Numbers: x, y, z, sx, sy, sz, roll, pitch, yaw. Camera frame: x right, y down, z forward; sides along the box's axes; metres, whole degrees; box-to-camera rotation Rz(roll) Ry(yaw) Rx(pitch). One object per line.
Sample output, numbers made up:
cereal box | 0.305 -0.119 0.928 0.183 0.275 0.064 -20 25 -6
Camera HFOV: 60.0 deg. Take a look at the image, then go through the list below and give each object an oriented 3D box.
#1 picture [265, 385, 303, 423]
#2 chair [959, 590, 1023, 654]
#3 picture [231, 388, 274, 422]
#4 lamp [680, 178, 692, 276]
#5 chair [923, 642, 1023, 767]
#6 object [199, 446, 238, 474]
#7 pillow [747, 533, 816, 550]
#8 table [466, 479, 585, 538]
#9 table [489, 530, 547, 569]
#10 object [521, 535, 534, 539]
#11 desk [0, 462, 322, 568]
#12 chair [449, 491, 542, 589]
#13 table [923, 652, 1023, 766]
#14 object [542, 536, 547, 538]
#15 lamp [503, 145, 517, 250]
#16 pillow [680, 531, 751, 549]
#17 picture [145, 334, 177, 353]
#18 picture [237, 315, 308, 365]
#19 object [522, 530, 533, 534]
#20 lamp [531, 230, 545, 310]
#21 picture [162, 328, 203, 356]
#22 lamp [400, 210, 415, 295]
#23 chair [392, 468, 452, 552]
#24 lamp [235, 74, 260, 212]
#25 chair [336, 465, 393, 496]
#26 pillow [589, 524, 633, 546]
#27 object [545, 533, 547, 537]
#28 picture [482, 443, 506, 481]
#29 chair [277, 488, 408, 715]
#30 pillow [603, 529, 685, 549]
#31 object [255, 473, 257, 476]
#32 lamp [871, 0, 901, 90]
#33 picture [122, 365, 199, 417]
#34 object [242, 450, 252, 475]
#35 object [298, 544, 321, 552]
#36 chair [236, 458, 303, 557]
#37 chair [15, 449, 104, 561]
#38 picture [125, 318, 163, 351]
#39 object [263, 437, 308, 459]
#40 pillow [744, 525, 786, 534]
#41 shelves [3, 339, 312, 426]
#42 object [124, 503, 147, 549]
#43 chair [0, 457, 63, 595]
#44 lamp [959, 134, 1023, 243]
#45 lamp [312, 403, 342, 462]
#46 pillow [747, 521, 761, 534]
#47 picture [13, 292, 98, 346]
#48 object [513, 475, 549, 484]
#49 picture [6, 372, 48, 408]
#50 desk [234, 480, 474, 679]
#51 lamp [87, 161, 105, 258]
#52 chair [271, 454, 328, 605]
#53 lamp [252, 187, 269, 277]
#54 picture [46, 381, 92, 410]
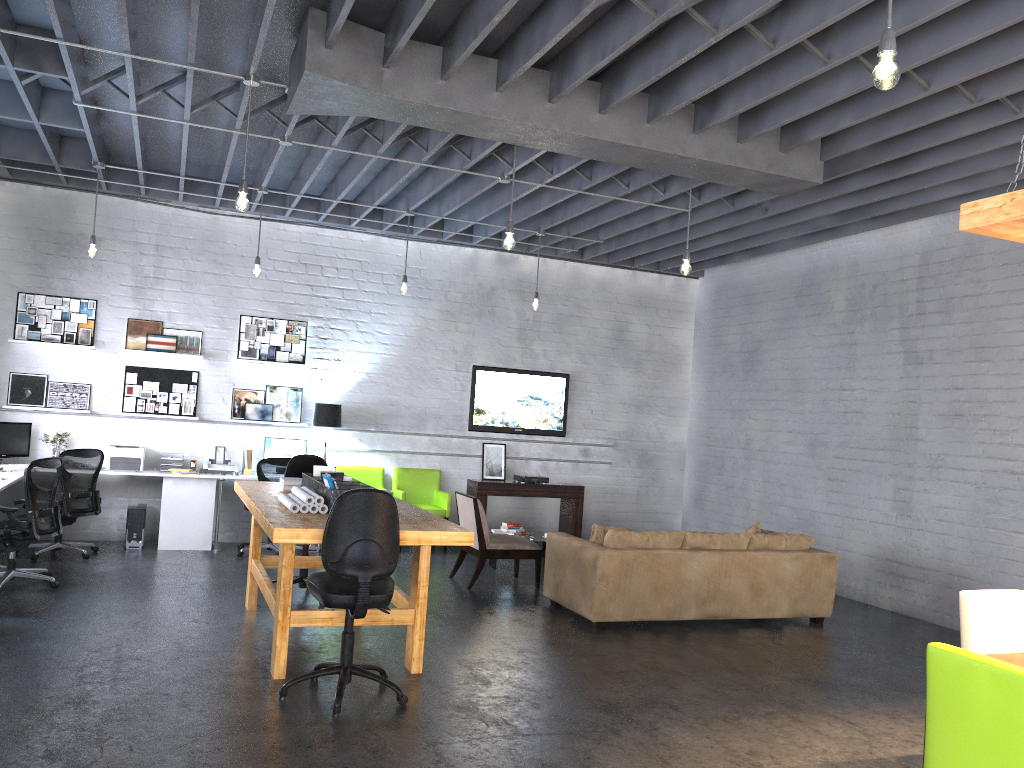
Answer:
picture | -2.596 0.232 10.073 0.410 0.408 0.047 5 -2 -21
chair | 2.257 1.407 3.743 0.491 0.958 0.615 5 -2 -21
picture | -2.908 0.236 9.942 0.452 0.345 0.054 5 -2 -21
lamp | 1.387 -1.287 6.953 0.104 0.878 0.104 3 -1 22
chair | 1.796 1.384 3.049 0.609 0.908 0.636 5 -2 -21
object | -3.193 0.826 9.657 0.405 0.280 0.399 5 -2 -21
pillow | 2.273 1.483 7.743 0.663 0.386 0.308 5 -2 -19
table | 0.151 1.626 10.960 1.411 0.819 0.403 5 -2 -21
table | 0.099 1.839 9.872 0.873 0.300 0.873 5 -2 -18
object | 0.172 1.672 9.723 0.137 0.031 0.137 4 -2 5
desk | -3.233 1.293 8.083 3.576 0.785 3.299 5 -2 -21
chair | -0.150 1.496 8.549 0.725 0.842 0.575 5 -2 -21
table | 2.567 1.502 3.328 1.801 0.780 0.854 5 -2 -21
object | 0.398 1.699 9.817 0.131 0.016 0.131 5 -2 -15
lamp | 0.005 -1.405 6.413 0.104 0.878 0.104 4 -1 -21
pillow | 1.664 1.431 7.513 0.667 0.402 0.291 5 -2 -21
picture | -3.791 -0.434 9.588 0.311 0.196 0.029 5 -2 -21
picture | -2.702 -0.495 10.024 0.749 0.503 0.058 5 -2 -21
object | 0.163 1.682 10.098 0.151 0.040 0.151 4 -2 -4
lamp | 0.285 -1.248 9.774 0.104 0.878 0.104 3 -1 22
picture | -3.602 -0.458 9.678 0.410 0.277 0.036 5 -2 -21
lamp | -1.097 -1.366 9.234 0.104 0.878 0.104 4 -1 -21
chair | -1.082 1.469 10.415 0.611 0.920 0.516 5 -2 -21
lamp | -1.718 -1.551 5.740 0.104 0.878 0.104 4 -1 -21
chair | -1.727 1.414 10.163 0.611 0.920 0.516 5 -2 -21
pillow | 0.831 1.369 7.415 0.523 0.403 0.319 4 -2 -2
object | 0.401 1.676 9.819 0.077 0.052 0.081 3 -2 27
picture | -0.222 0.961 10.972 0.308 0.456 0.092 5 -2 -21
chair | -0.914 1.133 4.896 0.659 1.164 0.687 5 -2 -23
pillow | 1.037 1.378 7.268 0.705 0.402 0.291 5 -2 -21
object | -2.551 0.994 9.594 0.422 0.028 0.181 5 -3 -26
lamp | 1.314 -1.451 3.062 0.104 0.878 0.104 4 -1 -3
picture | -3.798 0.082 9.598 0.749 0.503 0.058 5 -2 -21
object | -2.910 0.860 9.762 0.087 0.259 0.236 5 -2 -21
object | -2.238 1.620 9.835 0.180 0.411 0.476 5 -2 -21
chair | -2.527 1.267 9.282 0.752 1.031 0.732 3 -2 37
chair | -4.298 1.110 8.424 0.752 1.031 0.732 4 -2 2
picture | -3.959 -0.521 9.542 0.355 0.343 0.042 5 -2 -21
object | -2.538 0.812 9.907 0.465 0.417 0.212 5 -2 -16
pillow | 2.326 1.523 8.152 0.238 0.375 0.749 5 -2 -22
shelves | -3.723 0.015 9.551 3.025 0.694 0.199 5 -2 -21
object | -3.926 1.480 9.260 0.180 0.411 0.476 5 -2 -21
chair | -3.930 1.077 7.004 0.753 1.031 0.732 4 -2 -18
lamp | 2.731 -1.171 3.472 2.130 1.840 0.366 5 -2 -21
lamp | -2.110 0.639 10.043 0.333 0.831 0.334 3 -2 30
pillow | 2.140 1.462 8.040 0.243 0.423 0.550 3 -2 19
picture | -4.744 -0.669 9.226 0.749 0.503 0.058 5 -2 -21
object | 0.236 1.181 10.981 0.371 0.082 0.266 5 -2 -21
picture | -4.993 0.061 9.140 0.355 0.343 0.042 5 -2 -21
desk | -1.277 1.278 6.154 1.115 0.926 2.832 5 -2 -21
lamp | -3.835 -1.599 8.164 0.104 0.878 0.104 4 -1 -21
chair | -1.670 1.181 7.354 0.659 1.164 0.687 5 -2 -23
lamp | -2.474 -1.483 8.695 0.104 0.878 0.104 4 -1 -21
picture | -4.637 0.124 9.276 0.410 0.277 0.036 5 -2 -21
